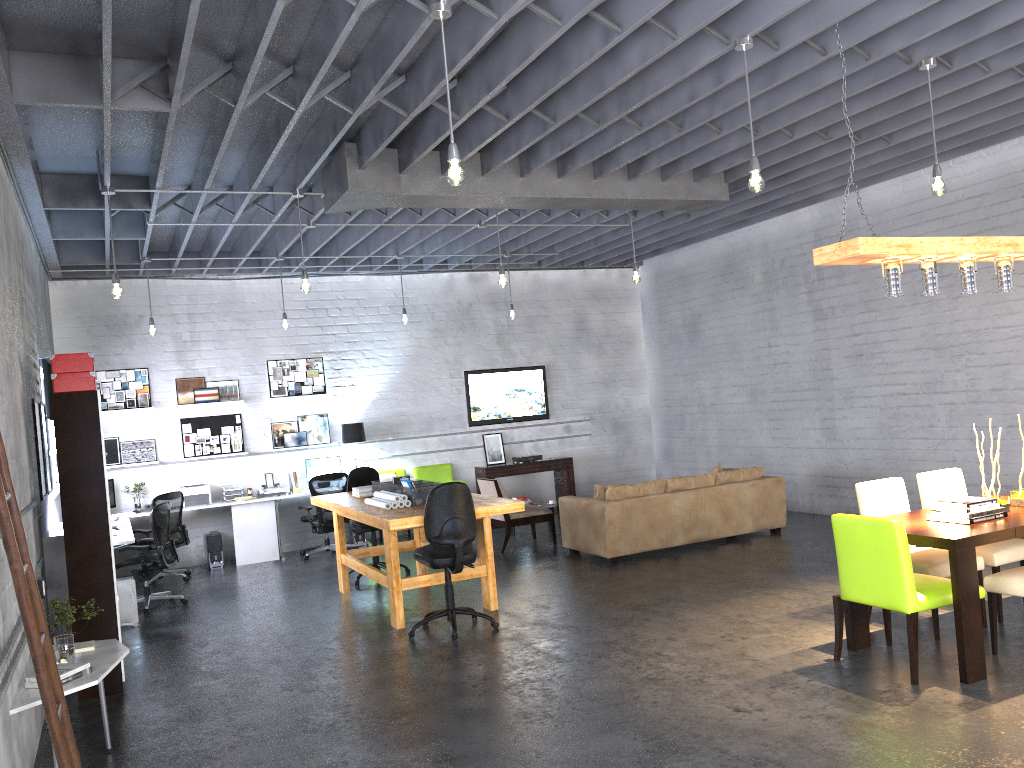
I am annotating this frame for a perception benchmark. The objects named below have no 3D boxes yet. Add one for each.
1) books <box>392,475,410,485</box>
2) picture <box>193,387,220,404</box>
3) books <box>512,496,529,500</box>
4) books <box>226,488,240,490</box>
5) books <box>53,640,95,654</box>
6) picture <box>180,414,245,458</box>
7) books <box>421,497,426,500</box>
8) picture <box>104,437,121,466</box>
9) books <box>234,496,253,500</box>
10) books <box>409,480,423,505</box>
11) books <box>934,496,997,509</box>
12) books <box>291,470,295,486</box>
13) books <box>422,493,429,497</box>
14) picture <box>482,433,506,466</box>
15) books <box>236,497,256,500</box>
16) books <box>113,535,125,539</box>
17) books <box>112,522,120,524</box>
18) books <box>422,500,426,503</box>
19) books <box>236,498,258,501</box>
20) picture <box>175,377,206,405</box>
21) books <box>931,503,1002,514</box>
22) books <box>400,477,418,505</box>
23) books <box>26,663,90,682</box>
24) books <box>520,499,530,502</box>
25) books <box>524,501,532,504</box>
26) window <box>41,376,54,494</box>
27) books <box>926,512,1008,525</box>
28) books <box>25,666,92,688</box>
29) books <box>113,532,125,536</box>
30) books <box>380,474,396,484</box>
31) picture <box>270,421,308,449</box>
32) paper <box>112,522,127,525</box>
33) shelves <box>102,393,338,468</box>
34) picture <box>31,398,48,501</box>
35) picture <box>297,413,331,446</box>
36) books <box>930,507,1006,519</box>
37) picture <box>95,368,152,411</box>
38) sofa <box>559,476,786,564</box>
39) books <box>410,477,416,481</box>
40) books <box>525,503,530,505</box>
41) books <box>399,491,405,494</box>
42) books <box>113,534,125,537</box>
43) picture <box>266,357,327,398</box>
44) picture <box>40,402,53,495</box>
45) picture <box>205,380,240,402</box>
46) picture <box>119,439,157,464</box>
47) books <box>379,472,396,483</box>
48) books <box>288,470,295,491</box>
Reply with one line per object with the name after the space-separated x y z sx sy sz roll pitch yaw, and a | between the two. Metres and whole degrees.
-0.995 0.937 7.991 0.157 0.214 0.063 -5 0 -25 | books
-3.910 0.150 11.351 0.310 0.196 0.029 -5 0 -25 | picture
0.114 1.550 12.015 0.185 0.041 0.129 -4 -1 -30 | books
-3.570 1.338 11.308 0.133 0.008 0.203 -4 -1 -41 | books
-2.514 1.510 5.051 0.248 0.021 0.177 -5 -1 -25 | books
-3.838 0.661 11.374 0.749 0.503 0.058 -5 0 -25 | picture
-0.699 0.971 7.590 0.141 0.021 0.203 -5 -1 -24 | books
-4.991 0.833 10.850 0.355 0.343 0.042 -5 0 -25 | picture
-3.344 1.416 11.044 0.211 0.014 0.148 -5 -1 -10 | books
-0.828 0.915 7.504 0.097 0.209 0.158 -5 0 -25 | books
2.727 0.711 5.337 0.251 0.030 0.237 -5 -1 -23 | books
-2.872 1.270 11.599 0.043 0.296 0.210 -5 0 -25 | books
-0.702 0.949 7.583 0.127 0.022 0.181 -4 -1 -30 | books
-0.260 0.951 12.968 0.308 0.457 0.092 -5 0 -25 | picture
-3.320 1.429 11.058 0.148 0.014 0.211 -6 -1 40 | books
-3.740 1.429 8.256 0.213 0.012 0.158 -5 -1 0 | books
-4.271 1.498 9.586 0.112 0.001 0.066 -4 -1 -38 | books
-0.699 0.996 7.587 0.155 0.029 0.226 -5 -1 -25 | books
-3.309 1.442 11.075 0.148 0.014 0.211 -6 -1 30 | books
-4.086 0.091 11.293 0.355 0.343 0.042 -5 0 -25 | picture
2.730 0.739 5.338 0.282 0.026 0.266 -5 -1 -22 | books
-0.865 0.906 7.504 0.108 0.234 0.166 -5 0 -25 | books
-2.277 1.446 4.448 0.185 0.022 0.234 -5 -1 13 | books
0.114 1.582 12.023 0.208 0.024 0.144 -4 -1 -40 | books
0.128 1.606 12.024 0.223 0.026 0.161 -6 -1 35 | books
-4.639 0.500 8.754 0.030 1.220 1.823 -5 -1 -25 | window
2.735 0.795 5.337 0.324 0.035 0.306 -5 -1 -25 | books
-2.278 1.473 4.458 0.185 0.031 0.250 -5 -1 17 | books
-3.744 1.407 8.262 0.212 0.010 0.170 -5 -1 2 | books
-1.174 0.970 8.500 0.158 0.200 0.082 -5 0 -25 | books
-2.957 0.669 11.771 0.451 0.345 0.054 -5 0 -25 | picture
-4.260 1.505 9.577 0.158 0.001 0.115 -4 -1 -36 | paper
-3.772 0.584 11.330 3.022 0.694 0.199 -5 0 -25 | shelves
-3.724 0.514 6.997 0.020 0.780 0.607 -5 0 -25 | picture
-2.659 0.614 11.919 0.409 0.408 0.047 -5 0 -25 | picture
2.737 0.764 5.327 0.315 0.026 0.270 -5 -1 -24 | books
-4.865 0.073 10.930 0.749 0.503 0.058 -5 0 -25 | picture
1.785 1.449 9.844 2.329 0.628 1.105 -5 -1 -25 | sofa
-0.945 0.947 8.047 0.143 0.188 0.061 -5 0 -25 | books
0.104 1.636 12.017 0.223 0.032 0.161 -4 -1 -45 | books
-0.887 0.942 7.843 0.185 0.027 0.232 -6 -1 37 | books
-3.745 1.418 8.256 0.209 0.012 0.158 -5 -1 -1 | books
-2.873 -0.087 11.845 0.749 0.503 0.058 -5 0 -25 | picture
-4.015 0.551 7.635 0.020 0.780 0.607 -5 0 -25 | picture
-3.734 0.096 11.451 0.409 0.277 0.036 -5 0 -25 | picture
-4.639 0.838 11.007 0.409 0.277 0.036 -5 0 -25 | picture
-1.185 0.964 8.530 0.171 0.210 0.046 -5 0 -25 | books
-2.878 1.271 11.591 0.036 0.296 0.210 -5 0 -25 | books
